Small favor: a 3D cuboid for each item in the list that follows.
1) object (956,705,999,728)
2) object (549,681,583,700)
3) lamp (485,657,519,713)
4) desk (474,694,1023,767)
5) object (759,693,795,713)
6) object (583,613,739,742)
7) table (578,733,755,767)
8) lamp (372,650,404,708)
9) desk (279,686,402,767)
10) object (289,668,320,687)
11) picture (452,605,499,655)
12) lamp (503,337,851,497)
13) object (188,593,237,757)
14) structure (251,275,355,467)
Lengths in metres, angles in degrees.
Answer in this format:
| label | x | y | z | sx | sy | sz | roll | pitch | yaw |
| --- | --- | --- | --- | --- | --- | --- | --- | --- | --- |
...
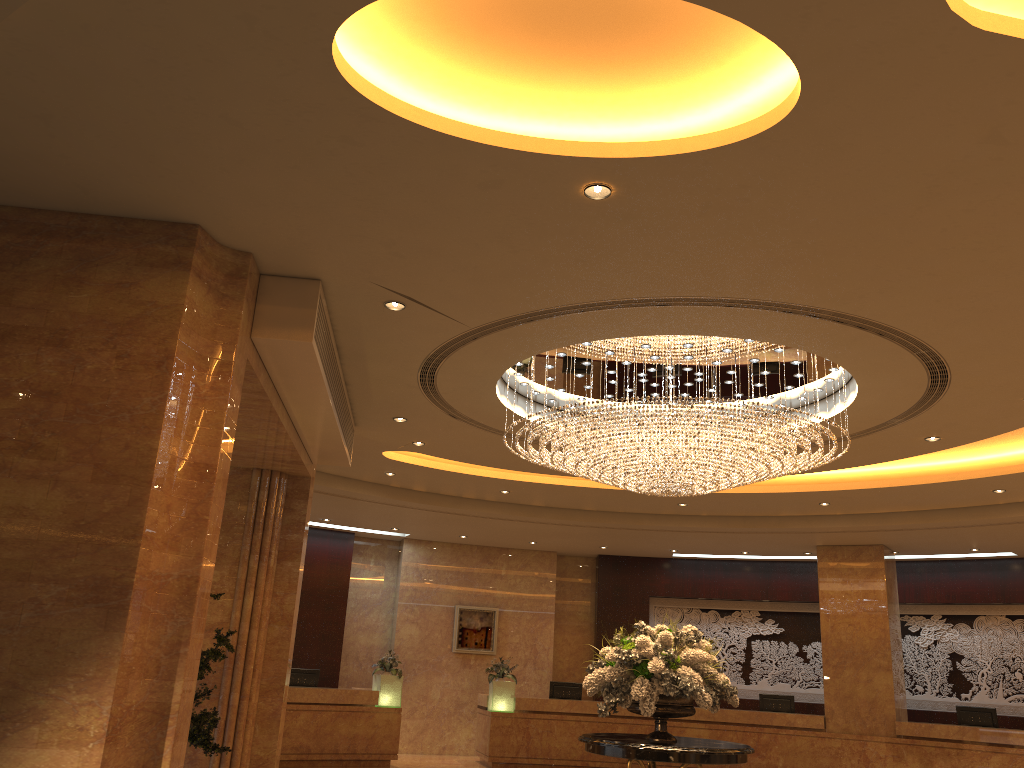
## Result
| label | x | y | z | sx | sy | sz | roll | pitch | yaw |
| --- | --- | --- | --- | --- | --- | --- | --- | --- | --- |
| object | 7.380 | 5.380 | 14.055 | 0.430 | 0.500 | 0.531 | 6 | -18 | -8 |
| object | 0.967 | 5.646 | 16.023 | 0.531 | 0.500 | 0.430 | -8 | -21 | 30 |
| lamp | -0.191 | 5.252 | 15.547 | 0.577 | 0.925 | 0.542 | 4 | -18 | -3 |
| desk | 5.416 | 5.847 | 13.830 | 12.951 | 1.155 | 3.466 | -7 | -20 | 28 |
| object | 4.650 | 5.708 | 15.556 | 0.430 | 0.500 | 0.531 | 15 | -21 | -31 |
| object | 1.323 | 2.603 | 7.819 | 1.277 | 0.999 | 1.318 | -5 | -20 | 24 |
| table | 1.288 | 3.586 | 7.472 | 1.493 | 1.089 | 1.493 | 7 | -18 | -11 |
| lamp | -2.110 | 4.933 | 14.905 | 0.570 | 0.923 | 0.580 | 6 | -18 | -8 |
| desk | -4.063 | 5.253 | 13.680 | 5.227 | 1.155 | 1.570 | 18 | -23 | -38 |
| object | -3.592 | 4.879 | 14.414 | 0.918 | 0.500 | 0.397 | 11 | -19 | -22 |
| picture | -0.715 | 4.863 | 17.536 | 0.875 | 0.890 | 0.068 | 8 | -18 | -13 |
| lamp | 1.524 | 0.467 | 8.488 | 3.206 | 1.196 | 3.204 | -7 | -21 | 30 |
| object | -3.236 | 2.881 | 8.161 | 1.250 | 2.363 | 0.843 | 11 | -20 | -23 |
| structure | -1.813 | 0.082 | 8.205 | 0.425 | 0.483 | 4.113 | 5 | -18 | -5 |
